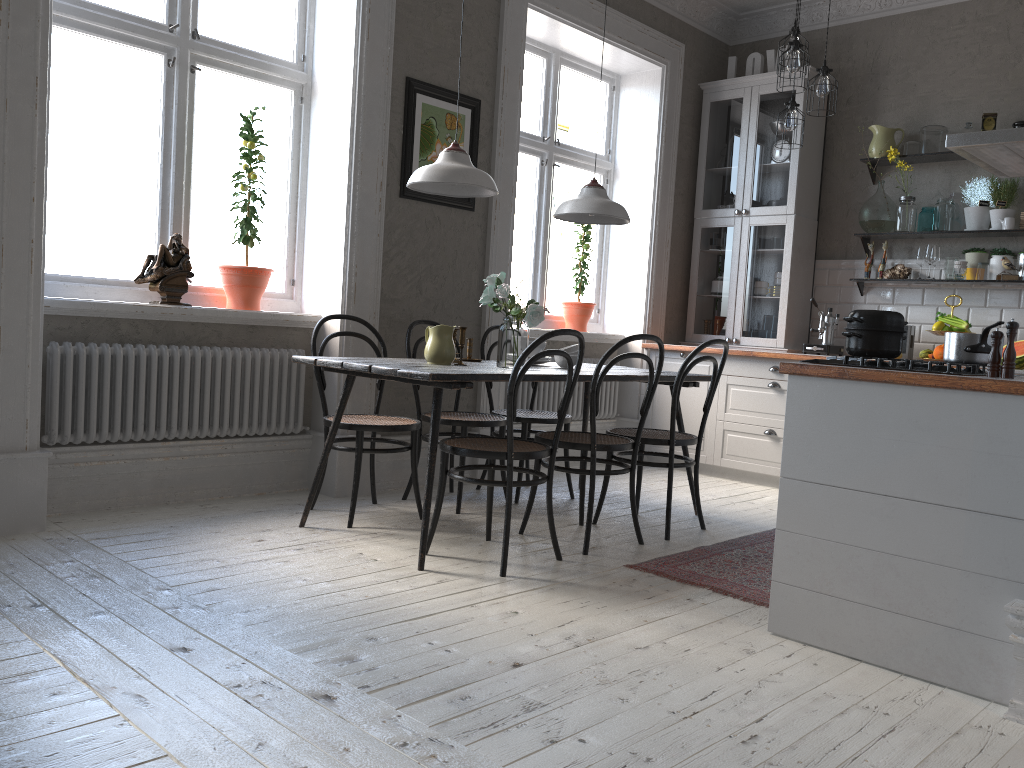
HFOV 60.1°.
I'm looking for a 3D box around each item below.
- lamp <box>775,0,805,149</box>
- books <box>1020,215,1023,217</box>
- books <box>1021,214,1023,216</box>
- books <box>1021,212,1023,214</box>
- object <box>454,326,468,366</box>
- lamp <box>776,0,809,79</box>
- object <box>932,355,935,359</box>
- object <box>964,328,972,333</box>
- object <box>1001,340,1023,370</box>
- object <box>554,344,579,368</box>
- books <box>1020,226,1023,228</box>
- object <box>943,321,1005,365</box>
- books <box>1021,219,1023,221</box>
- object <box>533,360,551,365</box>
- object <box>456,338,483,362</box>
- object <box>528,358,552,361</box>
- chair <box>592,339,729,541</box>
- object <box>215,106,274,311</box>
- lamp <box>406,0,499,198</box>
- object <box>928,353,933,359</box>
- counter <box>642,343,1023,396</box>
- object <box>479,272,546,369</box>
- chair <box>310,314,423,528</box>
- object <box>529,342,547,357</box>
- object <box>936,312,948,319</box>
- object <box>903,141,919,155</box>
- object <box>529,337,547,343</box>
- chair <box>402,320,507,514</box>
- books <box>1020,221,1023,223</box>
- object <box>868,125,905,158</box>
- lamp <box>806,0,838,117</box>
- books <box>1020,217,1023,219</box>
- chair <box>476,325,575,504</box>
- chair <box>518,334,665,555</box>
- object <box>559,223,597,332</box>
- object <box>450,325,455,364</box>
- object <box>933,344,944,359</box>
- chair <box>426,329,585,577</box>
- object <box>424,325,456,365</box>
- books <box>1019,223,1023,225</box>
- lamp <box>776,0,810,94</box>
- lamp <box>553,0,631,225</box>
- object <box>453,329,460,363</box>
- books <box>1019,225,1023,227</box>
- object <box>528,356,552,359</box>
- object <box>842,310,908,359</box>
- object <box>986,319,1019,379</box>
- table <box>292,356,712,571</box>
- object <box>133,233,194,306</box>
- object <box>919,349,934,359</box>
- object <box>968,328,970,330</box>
[{"bbox_3d":[1.580,-2.172,4.829,0.145,1.734,0.148,4,4,10],"label":"lamp"},{"bbox_3d":[3.146,-0.977,5.189,0.161,0.016,0.256,1,4,-34],"label":"books"},{"bbox_3d":[3.147,-0.988,5.188,0.161,0.016,0.255,1,5,-37],"label":"books"},{"bbox_3d":[3.148,-0.999,5.187,0.161,0.011,0.255,1,5,-40],"label":"books"},{"bbox_3d":[-0.217,-0.165,3.840,0.060,0.167,0.058,1,4,-33],"label":"object"},{"bbox_3d":[1.536,-2.504,4.646,0.144,1.734,0.149,6,4,30],"label":"lamp"},{"bbox_3d":[2.609,-0.162,5.418,0.068,0.076,0.233,5,4,26],"label":"object"},{"bbox_3d":[2.730,-0.313,5.317,0.050,0.050,0.051,1,5,-37],"label":"object"},{"bbox_3d":[2.831,-0.167,4.966,0.221,0.174,0.232,2,4,-25],"label":"object"},{"bbox_3d":[0.261,-0.136,4.255,0.130,0.119,0.122,2,4,-31],"label":"object"},{"bbox_3d":[3.142,-0.913,5.193,0.161,0.011,0.255,1,5,-40],"label":"books"},{"bbox_3d":[1.498,-0.126,2.790,0.176,0.134,0.301,3,4,-11],"label":"object"},{"bbox_3d":[3.145,-0.956,5.190,0.161,0.011,0.255,0,5,-43],"label":"books"},{"bbox_3d":[0.075,-0.110,4.372,0.242,0.027,0.233,2,4,-28],"label":"object"},{"bbox_3d":[-0.207,-0.168,4.320,0.137,0.112,0.142,5,4,26],"label":"object"},{"bbox_3d":[0.076,-0.119,4.372,0.235,0.027,0.239,4,4,11],"label":"object"},{"bbox_3d":[0.707,0.231,4.183,0.537,0.920,0.447,7,5,41],"label":"chair"},{"bbox_3d":[-1.275,-0.852,4.270,0.271,0.991,0.268,3,4,-7],"label":"object"},{"bbox_3d":[-0.187,-1.720,3.602,0.382,1.858,0.377,3,4,-9],"label":"lamp"},{"bbox_3d":[2.587,-0.172,5.416,0.089,0.057,0.084,3,4,-14],"label":"object"},{"bbox_3d":[1.458,-0.127,4.539,3.094,0.039,3.463,7,5,43],"label":"counter"},{"bbox_3d":[0.006,-0.272,3.797,0.305,0.414,0.257,7,5,42],"label":"object"},{"bbox_3d":[-0.669,0.148,4.080,0.447,0.920,0.538,1,5,-39],"label":"chair"},{"bbox_3d":[0.078,-0.163,4.369,0.176,0.094,0.183,6,4,34],"label":"object"},{"bbox_3d":[2.613,-0.412,5.384,0.072,0.058,0.051,5,4,20],"label":"object"},{"bbox_3d":[2.581,-1.507,5.723,0.101,0.111,0.105,7,5,43],"label":"object"},{"bbox_3d":[0.080,-0.183,4.368,0.176,0.094,0.183,6,4,34],"label":"object"},{"bbox_3d":[-0.278,0.146,4.492,0.537,0.920,0.447,7,5,41],"label":"chair"},{"bbox_3d":[3.144,-0.945,5.191,0.161,0.011,0.255,1,5,-40],"label":"books"},{"bbox_3d":[2.431,-1.574,5.785,0.176,0.216,0.187,1,4,-33],"label":"object"},{"bbox_3d":[1.711,-2.314,4.699,0.144,1.734,0.149,6,4,30],"label":"lamp"},{"bbox_3d":[3.146,-0.967,5.189,0.161,0.011,0.255,1,5,-40],"label":"books"},{"bbox_3d":[0.078,0.147,4.839,0.447,0.920,0.538,1,4,-34],"label":"chair"},{"bbox_3d":[0.352,0.230,3.838,0.447,0.920,0.538,1,5,-39],"label":"chair"},{"bbox_3d":[0.469,-0.770,6.114,0.263,0.813,0.256,2,4,-19],"label":"object"},{"bbox_3d":[-0.279,-0.178,3.949,0.063,0.172,0.061,2,4,-25],"label":"object"},{"bbox_3d":[2.572,-0.191,5.278,0.112,0.110,0.112,4,4,11],"label":"object"},{"bbox_3d":[-0.023,0.231,3.441,0.537,0.920,0.447,7,5,41],"label":"chair"},{"bbox_3d":[-0.315,-0.171,3.815,0.149,0.170,0.136,4,4,5],"label":"object"},{"bbox_3d":[3.144,-0.934,5.191,0.161,0.016,0.255,1,5,-37],"label":"books"},{"bbox_3d":[1.484,-2.365,4.472,0.147,1.734,0.147,4,4,0],"label":"lamp"},{"bbox_3d":[0.446,-1.722,4.261,0.387,1.858,0.371,1,5,-39],"label":"lamp"},{"bbox_3d":[-0.271,-0.184,4.043,0.094,0.172,0.097,5,4,25],"label":"object"},{"bbox_3d":[3.143,-0.924,5.192,0.161,0.016,0.256,1,4,-34],"label":"books"},{"bbox_3d":[0.077,-0.127,4.371,0.241,0.027,0.233,2,4,-24],"label":"object"},{"bbox_3d":[1.147,-0.158,2.802,0.187,0.147,0.196,5,4,23],"label":"object"},{"bbox_3d":[1.370,-0.100,2.472,0.071,0.166,0.036,7,5,43],"label":"object"},{"bbox_3d":[0.041,0.283,4.157,0.886,0.735,1.961,7,5,44],"label":"table"},{"bbox_3d":[-1.570,-0.523,4.000,0.242,0.329,0.117,0,5,-45],"label":"object"},{"bbox_3d":[2.585,-0.179,5.469,0.153,0.072,0.075,3,4,-18],"label":"object"},{"bbox_3d":[2.737,-0.321,5.360,0.061,0.060,0.066,6,4,31],"label":"object"}]
